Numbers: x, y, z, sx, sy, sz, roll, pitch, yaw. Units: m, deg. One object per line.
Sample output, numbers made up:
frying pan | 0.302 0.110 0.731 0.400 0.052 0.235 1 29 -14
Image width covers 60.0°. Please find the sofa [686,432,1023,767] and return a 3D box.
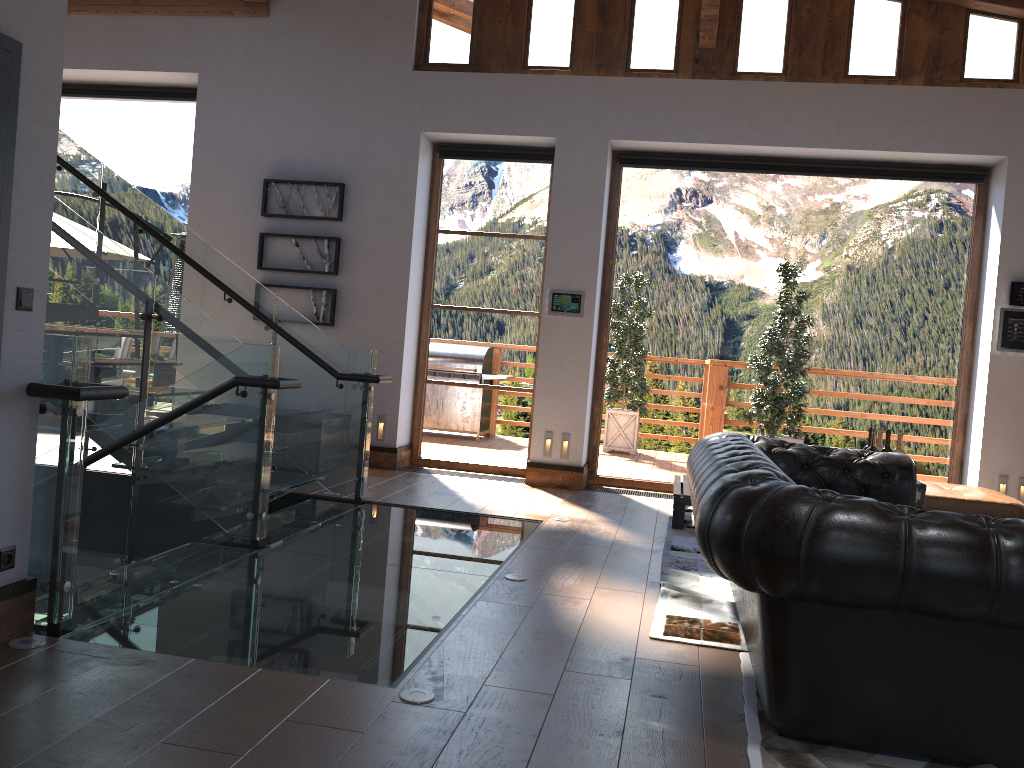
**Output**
sofa | 1.373 0.719 3.805 1.235 0.838 2.576 5 2 10

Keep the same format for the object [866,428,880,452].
object | 2.098 0.400 5.155 0.088 0.286 0.087 4 1 -13

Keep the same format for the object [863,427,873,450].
object | 2.121 0.398 5.256 0.088 0.286 0.087 4 2 -40

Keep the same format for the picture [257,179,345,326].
picture | -1.970 -1.216 8.190 0.771 1.312 0.059 5 1 9

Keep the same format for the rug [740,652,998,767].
rug | 2.635 1.279 2.110 4.028 0.053 2.443 5 2 10

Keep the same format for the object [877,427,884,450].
object | 2.198 0.403 5.310 0.086 0.286 0.088 5 1 23

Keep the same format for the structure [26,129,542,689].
structure | -4.709 0.090 8.164 10.984 6.396 9.249 5 2 10

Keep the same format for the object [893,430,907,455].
object | 2.282 0.413 5.231 0.087 0.286 0.088 5 1 20

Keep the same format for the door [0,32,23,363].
door | -1.826 -0.105 2.515 0.143 2.054 0.945 5 1 11

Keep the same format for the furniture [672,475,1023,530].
furniture | 2.598 0.919 6.617 2.749 0.436 1.180 5 2 10

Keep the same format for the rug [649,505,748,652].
rug | 2.143 1.119 5.376 2.422 0.053 3.826 5 2 11

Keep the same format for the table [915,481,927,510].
table | 2.156 0.847 5.232 0.416 0.609 0.407 5 1 10

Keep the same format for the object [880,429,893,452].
object | 2.191 0.407 5.190 0.088 0.286 0.087 4 1 -12
